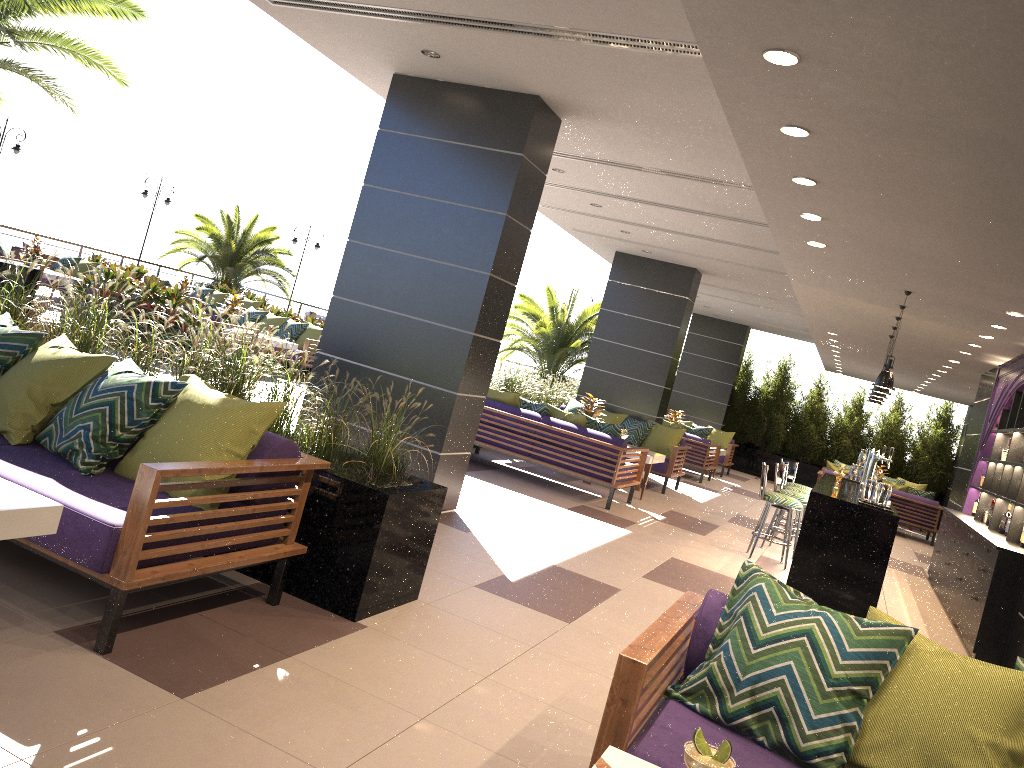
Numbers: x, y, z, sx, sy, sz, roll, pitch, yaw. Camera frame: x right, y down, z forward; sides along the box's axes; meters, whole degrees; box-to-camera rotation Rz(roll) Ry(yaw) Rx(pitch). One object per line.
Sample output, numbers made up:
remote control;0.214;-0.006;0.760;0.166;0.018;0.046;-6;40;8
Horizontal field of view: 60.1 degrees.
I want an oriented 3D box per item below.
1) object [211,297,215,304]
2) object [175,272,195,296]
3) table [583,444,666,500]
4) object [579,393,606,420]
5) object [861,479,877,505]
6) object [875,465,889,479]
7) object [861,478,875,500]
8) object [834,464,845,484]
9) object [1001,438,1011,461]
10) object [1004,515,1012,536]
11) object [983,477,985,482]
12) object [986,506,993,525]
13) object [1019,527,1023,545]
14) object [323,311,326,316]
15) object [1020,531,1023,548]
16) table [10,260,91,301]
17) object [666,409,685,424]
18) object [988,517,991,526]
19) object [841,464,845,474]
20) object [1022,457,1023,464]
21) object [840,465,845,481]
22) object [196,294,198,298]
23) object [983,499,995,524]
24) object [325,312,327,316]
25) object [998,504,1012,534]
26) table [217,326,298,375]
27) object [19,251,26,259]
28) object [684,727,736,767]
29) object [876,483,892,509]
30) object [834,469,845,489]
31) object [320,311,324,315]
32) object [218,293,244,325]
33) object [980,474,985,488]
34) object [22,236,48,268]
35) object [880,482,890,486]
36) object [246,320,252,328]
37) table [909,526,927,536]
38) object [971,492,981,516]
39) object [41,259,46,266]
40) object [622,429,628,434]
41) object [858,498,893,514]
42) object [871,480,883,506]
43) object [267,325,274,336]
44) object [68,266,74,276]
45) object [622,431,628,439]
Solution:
object;-6.496;-1.798;19.206;0.069;0.211;0.068;15;-1;9
object;-7.079;-2.113;19.057;0.421;0.527;0.433;15;0;-41
table;0.873;0.918;11.594;2.048;0.554;0.936;16;2;22
object;1.012;0.397;11.595;0.433;0.527;0.421;15;0;34
object;2.974;0.909;7.384;0.106;0.209;0.104;15;0;26
object;7.103;1.823;17.206;0.433;0.527;0.421;15;0;39
object;3.066;0.924;7.613;0.106;0.209;0.104;15;0;26
object;3.550;0.974;9.580;0.069;0.211;0.068;15;-1;4
object;5.386;0.724;9.587;0.124;0.279;0.122;15;-1;35
object;4.721;1.291;8.352;0.104;0.315;0.086;15;-1;27
object;5.525;1.089;10.227;0.124;0.279;0.122;15;-1;35
object;5.076;1.354;9.334;0.086;0.298;0.086;16;-1;-20
object;4.423;1.249;7.573;0.086;0.298;0.086;16;-1;-20
object;-5.020;-1.832;23.614;0.105;0.209;0.105;15;0;-3
object;4.341;1.234;7.421;0.086;0.299;0.086;16;-1;-20
table;-8.520;-1.802;15.549;2.048;0.554;0.936;16;2;22
object;3.167;0.752;17.205;0.433;0.527;0.421;15;0;39
object;4.981;1.338;9.102;0.086;0.298;0.086;16;-1;-20
object;4.004;1.064;10.772;0.068;0.181;0.069;15;-1;-6
object;5.007;0.652;8.551;0.086;0.299;0.086;16;-1;-20
object;3.786;1.023;10.212;0.084;0.190;0.067;16;-1;-43
object;-6.619;-1.795;18.591;0.066;0.190;0.085;16;-1;-39
object;5.185;1.386;9.572;0.124;0.279;0.122;15;-1;22
object;-4.924;-1.802;23.517;0.105;0.209;0.105;15;0;-3
object;4.776;1.305;8.544;0.086;0.298;0.086;16;-1;-20
table;-4.514;-0.642;13.875;2.048;0.554;0.936;16;2;22
object;-8.900;-2.316;16.070;0.105;0.197;0.106;15;0;-36
object;0.385;0.801;1.785;0.105;0.197;0.106;16;0;-41
object;3.080;0.939;7.348;0.106;0.209;0.104;15;0;26
object;3.195;0.923;8.663;0.105;0.197;0.106;16;0;-41
object;-5.054;-1.837;23.504;0.105;0.209;0.105;15;0;-3
object;-4.382;-1.165;13.862;0.433;0.527;0.421;15;0;39
object;5.583;1.113;10.416;0.094;0.248;0.151;15;0;10
object;-8.377;-2.321;15.526;0.427;0.527;0.428;15;0;-36
object;3.158;0.951;7.561;0.106;0.209;0.104;15;0;26
object;-3.985;-0.867;13.391;0.105;0.197;0.106;15;0;-36
table;7.008;2.357;17.186;2.048;0.554;0.936;16;2;22
object;5.570;1.439;10.572;0.086;0.299;0.086;16;-1;-20
object;-7.947;-2.011;14.984;0.081;0.198;0.069;16;-1;-27
object;1.468;0.689;11.736;0.066;0.190;0.085;16;-1;-44
object;3.064;1.028;7.467;0.274;0.018;0.434;16;2;21
object;3.066;0.930;7.483;0.106;0.209;0.104;15;0;26
object;-3.798;-0.834;13.898;0.066;0.190;0.085;16;-1;-39
object;-7.793;-1.993;15.636;0.066;0.190;0.085;16;-1;-39
object;1.400;0.691;11.156;0.105;0.197;0.106;16;0;-41
